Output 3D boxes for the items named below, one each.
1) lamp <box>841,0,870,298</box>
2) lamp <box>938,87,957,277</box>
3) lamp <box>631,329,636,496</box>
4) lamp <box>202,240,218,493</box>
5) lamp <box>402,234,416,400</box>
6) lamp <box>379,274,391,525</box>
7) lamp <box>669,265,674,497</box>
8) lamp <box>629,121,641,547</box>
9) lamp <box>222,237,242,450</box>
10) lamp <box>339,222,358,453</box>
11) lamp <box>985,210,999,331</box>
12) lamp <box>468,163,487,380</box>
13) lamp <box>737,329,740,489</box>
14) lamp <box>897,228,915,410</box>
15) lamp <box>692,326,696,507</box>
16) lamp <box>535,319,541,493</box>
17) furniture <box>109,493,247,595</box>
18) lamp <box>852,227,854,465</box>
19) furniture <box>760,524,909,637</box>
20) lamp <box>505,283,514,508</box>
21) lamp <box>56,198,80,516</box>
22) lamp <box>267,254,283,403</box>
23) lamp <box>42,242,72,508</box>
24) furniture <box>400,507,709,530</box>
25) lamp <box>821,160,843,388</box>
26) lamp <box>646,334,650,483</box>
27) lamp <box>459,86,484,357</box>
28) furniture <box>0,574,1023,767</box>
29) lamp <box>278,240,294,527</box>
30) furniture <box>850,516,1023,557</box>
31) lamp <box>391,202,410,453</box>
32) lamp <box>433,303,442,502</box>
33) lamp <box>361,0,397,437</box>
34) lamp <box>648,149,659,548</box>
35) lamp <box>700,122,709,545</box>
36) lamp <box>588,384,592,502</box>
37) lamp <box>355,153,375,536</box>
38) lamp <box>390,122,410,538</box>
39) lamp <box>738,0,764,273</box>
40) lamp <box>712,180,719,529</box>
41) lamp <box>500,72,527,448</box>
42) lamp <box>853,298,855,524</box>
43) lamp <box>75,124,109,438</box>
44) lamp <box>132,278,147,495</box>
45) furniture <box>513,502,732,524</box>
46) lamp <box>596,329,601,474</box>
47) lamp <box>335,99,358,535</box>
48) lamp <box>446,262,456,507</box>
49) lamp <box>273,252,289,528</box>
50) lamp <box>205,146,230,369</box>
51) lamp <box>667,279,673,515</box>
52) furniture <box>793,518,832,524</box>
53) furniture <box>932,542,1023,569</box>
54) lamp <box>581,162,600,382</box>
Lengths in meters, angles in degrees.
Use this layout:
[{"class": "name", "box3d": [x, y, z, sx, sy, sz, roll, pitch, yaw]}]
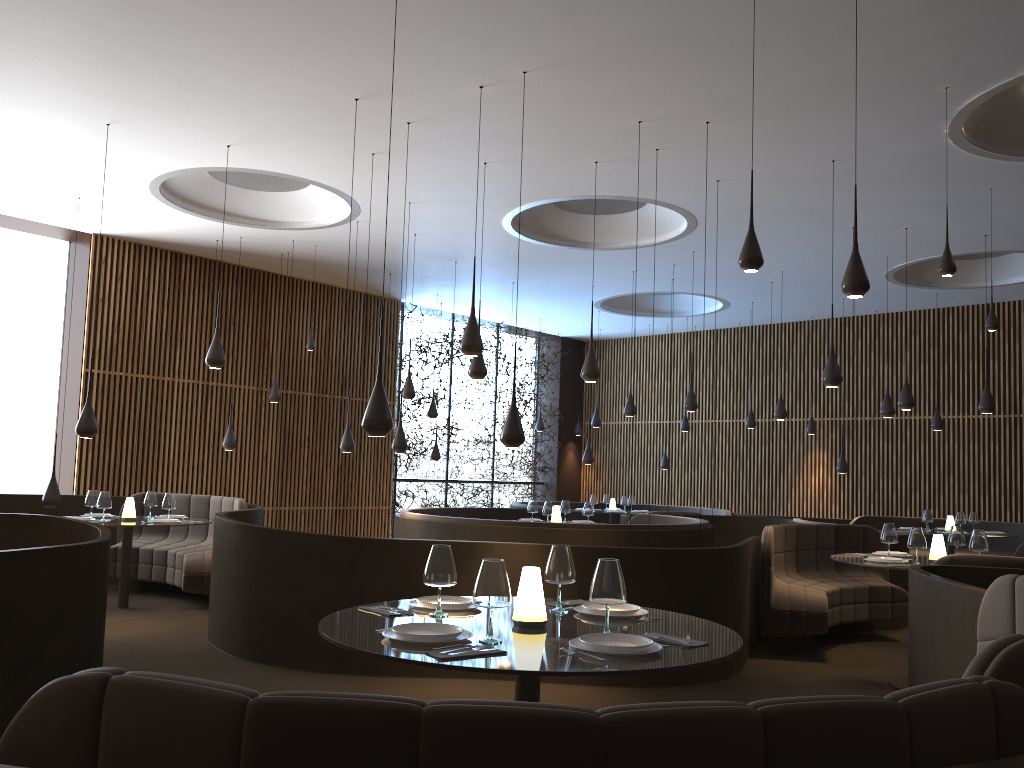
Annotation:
[{"class": "lamp", "box3d": [1.928, -1.346, 4.970, 0.153, 1.733, 0.153, 1, -4, 7]}, {"class": "lamp", "box3d": [3.412, -1.592, 6.954, 0.133, 1.506, 0.133, -1, -5, 37]}, {"class": "lamp", "box3d": [2.513, 1.960, 18.581, 0.196, 6.264, 0.196, 0, -5, 27]}, {"class": "lamp", "box3d": [-4.276, 1.090, 12.311, 0.196, 6.264, 0.196, 6, -6, -40]}, {"class": "lamp", "box3d": [-1.334, -0.894, 11.793, 0.196, 2.219, 0.196, -1, -5, 37]}, {"class": "lamp", "box3d": [-2.071, 1.348, 14.104, 0.196, 6.264, 0.196, 1, -5, 17]}, {"class": "lamp", "box3d": [2.284, 1.365, 12.843, 0.196, 6.264, 0.196, 3, -4, -13]}, {"class": "lamp", "box3d": [1.030, 0.791, 7.644, 0.196, 6.264, 0.196, 0, -5, 27]}, {"class": "lamp", "box3d": [-3.824, -0.568, 12.238, 0.196, 2.955, 0.196, 0, -5, 27]}, {"class": "lamp", "box3d": [-2.029, -0.607, 11.260, 0.196, 2.955, 0.196, 2, -4, -3]}, {"class": "lamp", "box3d": [5.013, -1.304, 9.265, 0.133, 1.506, 0.133, -1, -5, 37]}, {"class": "lamp", "box3d": [-0.311, -1.148, 8.973, 0.196, 2.219, 0.196, 6, -6, -43]}, {"class": "lamp", "box3d": [4.453, 1.916, 17.509, 0.196, 6.264, 0.196, 4, -5, -23]}, {"class": "lamp", "box3d": [4.779, -0.795, 10.745, 0.196, 2.219, 0.196, 3, -4, -13]}, {"class": "lamp", "box3d": [3.669, 1.938, 17.983, 0.196, 6.264, 0.196, 5, -5, -33]}, {"class": "lamp", "box3d": [0.480, 1.811, 17.791, 0.196, 6.264, 0.196, 4, -5, -23]}, {"class": "furniture", "box3d": [-3.768, 1.792, 10.023, 2.532, 1.058, 0.933, -2, -7, 38]}, {"class": "lamp", "box3d": [4.079, 1.199, 10.631, 0.196, 6.264, 0.196, 3, -4, -13]}, {"class": "furniture", "box3d": [3.271, 2.006, 9.160, 2.535, 1.058, 0.932, 7, -7, -42]}, {"class": "lamp", "box3d": [-0.086, 1.449, 14.445, 0.196, 6.264, 0.196, 2, -4, -3]}, {"class": "lamp", "box3d": [-5.345, 0.868, 10.498, 0.196, 6.264, 0.196, 1, -5, 17]}, {"class": "lamp", "box3d": [-3.467, -0.831, 13.143, 0.196, 2.219, 0.196, 4, -5, -23]}, {"class": "lamp", "box3d": [-5.004, -0.120, 9.834, 0.196, 2.955, 0.196, 2, -4, -3]}, {"class": "furniture", "box3d": [0.494, 2.213, 11.174, 3.880, 1.116, 3.799, 0, -6, 17]}, {"class": "lamp", "box3d": [3.106, -1.076, 8.587, 0.196, 2.219, 0.196, 2, -4, -3]}, {"class": "lamp", "box3d": [2.731, 1.908, 18.004, 0.196, 6.264, 0.196, 5, -5, -33]}, {"class": "lamp", "box3d": [-0.290, -1.329, 7.191, 0.196, 2.219, 0.196, 3, -4, -13]}, {"class": "furniture", "box3d": [0.862, 1.238, 2.688, 4.246, 1.119, 1.471, 6, -7, -34]}, {"class": "lamp", "box3d": [-3.165, 1.114, 12.177, 0.196, 6.264, 0.196, 3, -5, -20]}, {"class": "furniture", "box3d": [6.937, 2.550, 12.857, 1.981, 1.045, 3.941, 4, -6, -16]}, {"class": "lamp", "box3d": [-1.258, -0.672, 10.378, 0.196, 2.955, 0.196, 1, -4, 7]}, {"class": "lamp", "box3d": [-1.433, 1.605, 16.408, 0.196, 6.264, 0.196, 4, -5, -23]}, {"class": "lamp", "box3d": [-0.777, -1.151, 5.533, 0.196, 2.955, 0.196, 3, -4, -13]}, {"class": "lamp", "box3d": [1.291, 0.866, 8.292, 0.196, 6.264, 0.196, 4, -5, -23]}, {"class": "lamp", "box3d": [1.625, 0.808, 7.610, 0.196, 6.264, 0.196, 0, -5, 27]}, {"class": "lamp", "box3d": [1.737, 2.075, 19.959, 0.196, 6.264, 0.196, 4, -5, -23]}, {"class": "lamp", "box3d": [-1.501, 0.811, 8.669, 0.196, 6.264, 0.196, 6, -6, -43]}, {"class": "lamp", "box3d": [-1.048, 0.742, 7.848, 0.196, 6.264, 0.196, 6, -6, -43]}, {"class": "lamp", "box3d": [1.281, -1.339, 4.719, 0.132, 1.496, 0.132, 6, -6, -43]}, {"class": "lamp", "box3d": [2.068, 0.977, 9.120, 0.196, 6.264, 0.196, 3, -4, -13]}, {"class": "lamp", "box3d": [0.051, -0.985, 6.879, 0.196, 2.955, 0.196, 6, -6, -43]}, {"class": "lamp", "box3d": [4.420, 1.296, 11.463, 0.196, 6.264, 0.196, 3, -4, -13]}, {"class": "lamp", "box3d": [-3.861, -0.976, 8.255, 0.196, 2.955, 0.196, 3, -4, -13]}, {"class": "lamp", "box3d": [-5.089, 1.684, 11.861, 0.196, 6.264, 0.196, 1, -5, 17]}, {"class": "furniture", "box3d": [1.950, 2.725, 15.930, 3.883, 1.045, 3.800, 0, -6, 19]}, {"class": "lamp", "box3d": [1.782, 1.952, 18.743, 0.196, 6.264, 0.196, 4, -5, -23]}, {"class": "lamp", "box3d": [-1.439, 0.680, 7.372, 0.196, 6.264, 0.196, 3, -4, -13]}, {"class": "lamp", "box3d": [-0.950, 1.285, 13.121, 0.196, 6.264, 0.196, 2, -4, -3]}, {"class": "lamp", "box3d": [-3.415, 1.177, 12.882, 0.196, 6.264, 0.196, 6, -6, -40]}, {"class": "lamp", "box3d": [-2.859, -1.258, 8.733, 0.196, 2.219, 0.196, 3, -4, -13]}, {"class": "lamp", "box3d": [2.429, 1.467, 13.792, 0.196, 6.264, 0.196, 3, -4, -13]}, {"class": "furniture", "box3d": [4.545, 2.464, 12.434, 0.900, 1.045, 2.536, 2, -6, -6]}, {"class": "furniture", "box3d": [4.991, 1.930, 7.493, 1.981, 1.045, 3.941, -3, -7, 39]}, {"class": "lamp", "box3d": [0.812, -1.126, 8.845, 0.196, 2.219, 0.196, -1, -5, 37]}]
